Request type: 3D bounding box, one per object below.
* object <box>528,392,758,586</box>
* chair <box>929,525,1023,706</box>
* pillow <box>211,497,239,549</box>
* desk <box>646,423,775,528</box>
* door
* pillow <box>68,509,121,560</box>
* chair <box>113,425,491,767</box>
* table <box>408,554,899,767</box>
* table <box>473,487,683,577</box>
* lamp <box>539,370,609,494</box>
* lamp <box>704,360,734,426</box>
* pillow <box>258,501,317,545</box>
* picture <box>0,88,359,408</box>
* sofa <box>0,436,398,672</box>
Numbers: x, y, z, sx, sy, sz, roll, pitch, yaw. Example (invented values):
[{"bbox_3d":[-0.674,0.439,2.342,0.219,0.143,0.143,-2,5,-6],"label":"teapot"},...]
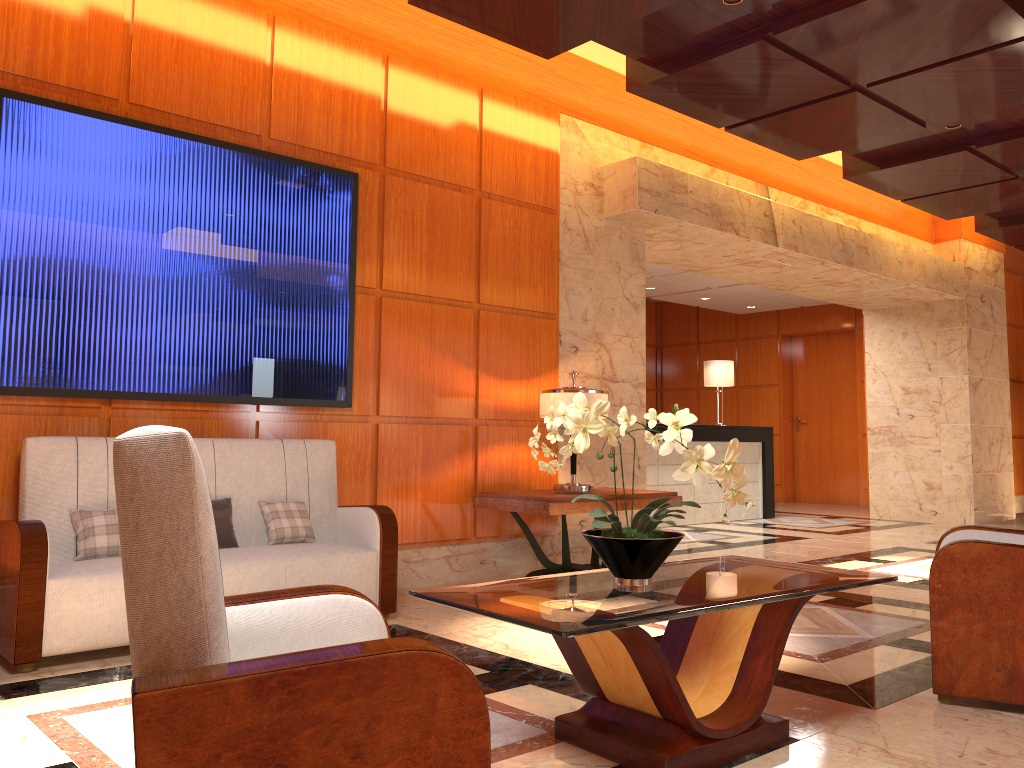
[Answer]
[{"bbox_3d":[0.392,0.334,2.877,0.788,0.620,0.416,-2,-6,26],"label":"object"},{"bbox_3d":[1.978,0.703,3.469,0.628,0.965,0.735,-2,-6,27],"label":"chair"},{"bbox_3d":[-1.529,0.695,4.370,0.357,0.254,0.160,5,-7,-45],"label":"pillow"},{"bbox_3d":[1.909,1.062,10.595,2.921,1.145,0.940,4,-6,-41],"label":"desk"},{"bbox_3d":[4.880,0.525,13.820,0.340,2.707,1.283,6,-7,-41],"label":"door"},{"bbox_3d":[-1.836,0.681,4.062,0.343,0.228,0.194,4,-6,-36],"label":"pillow"},{"bbox_3d":[-0.454,0.566,1.729,0.628,0.965,0.735,3,-5,-22],"label":"chair"},{"bbox_3d":[0.512,0.893,2.856,1.557,0.498,0.721,4,-5,-38],"label":"table"},{"bbox_3d":[0.455,1.028,5.914,1.268,0.609,0.724,4,-6,-41],"label":"table"},{"bbox_3d":[0.407,0.312,5.846,0.458,0.813,0.457,4,-6,-32],"label":"lamp"},{"bbox_3d":[2.623,0.124,11.218,0.372,0.823,0.371,2,-6,-16],"label":"lamp"},{"bbox_3d":[-1.171,0.731,4.637,0.273,0.230,0.202,4,-6,-39],"label":"pillow"},{"bbox_3d":[-1.724,-0.631,4.786,1.993,1.458,0.056,4,-7,-41],"label":"picture"},{"bbox_3d":[-1.469,0.732,4.327,1.795,0.936,0.611,4,-6,-41],"label":"sofa"}]
